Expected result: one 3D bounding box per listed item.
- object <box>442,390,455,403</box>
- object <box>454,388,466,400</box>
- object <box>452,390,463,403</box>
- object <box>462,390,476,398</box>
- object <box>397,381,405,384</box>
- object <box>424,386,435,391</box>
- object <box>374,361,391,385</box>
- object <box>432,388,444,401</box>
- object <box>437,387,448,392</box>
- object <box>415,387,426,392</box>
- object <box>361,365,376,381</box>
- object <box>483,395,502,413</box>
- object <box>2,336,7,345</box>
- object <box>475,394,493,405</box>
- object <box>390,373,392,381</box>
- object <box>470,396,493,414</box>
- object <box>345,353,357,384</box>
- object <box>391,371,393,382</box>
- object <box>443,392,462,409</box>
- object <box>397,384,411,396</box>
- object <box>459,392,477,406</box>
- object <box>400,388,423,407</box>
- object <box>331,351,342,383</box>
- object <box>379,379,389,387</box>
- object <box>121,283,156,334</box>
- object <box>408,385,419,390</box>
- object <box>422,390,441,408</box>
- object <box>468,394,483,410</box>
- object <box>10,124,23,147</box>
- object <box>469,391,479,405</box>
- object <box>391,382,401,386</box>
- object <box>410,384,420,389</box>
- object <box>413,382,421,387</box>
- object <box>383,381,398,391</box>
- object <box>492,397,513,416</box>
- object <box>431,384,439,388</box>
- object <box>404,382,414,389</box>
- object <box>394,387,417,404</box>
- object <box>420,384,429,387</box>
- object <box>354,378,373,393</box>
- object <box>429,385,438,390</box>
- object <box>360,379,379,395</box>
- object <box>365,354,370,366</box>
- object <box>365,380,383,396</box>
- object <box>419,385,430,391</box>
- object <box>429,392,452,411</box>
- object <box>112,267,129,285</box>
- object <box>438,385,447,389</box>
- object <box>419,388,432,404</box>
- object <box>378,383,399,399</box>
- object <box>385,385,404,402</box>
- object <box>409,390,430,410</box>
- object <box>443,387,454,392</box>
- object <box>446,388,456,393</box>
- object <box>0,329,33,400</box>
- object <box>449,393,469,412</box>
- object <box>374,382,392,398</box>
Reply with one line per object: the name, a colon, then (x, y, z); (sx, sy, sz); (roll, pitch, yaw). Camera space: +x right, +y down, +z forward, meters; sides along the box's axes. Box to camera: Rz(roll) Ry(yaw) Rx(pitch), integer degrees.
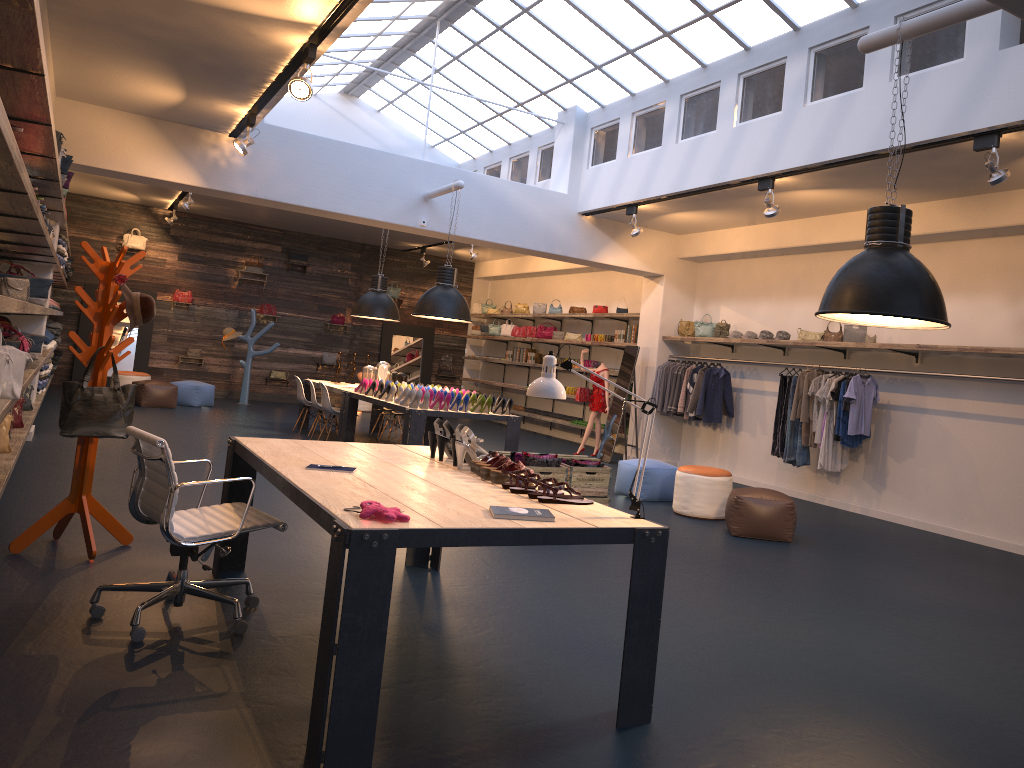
object: (-0.747, 0.162, 9.710); (0.216, 0.196, 0.224); (7, -1, -31)
object: (-0.663, 0.149, 10.639); (0.213, 0.196, 0.227); (7, -1, -22)
object: (-0.670, 0.163, 10.017); (0.216, 0.196, 0.225); (7, -1, -28)
object: (-0.534, 0.168, 10.409); (0.216, 0.196, 0.224); (7, -1, -32)
object: (-1.450, 0.053, 11.060); (0.214, 0.196, 0.227); (7, -1, -22)
object: (-0.999, 0.123, 10.175); (0.222, 0.196, 0.225); (7, -1, -29)
object: (-1.691, -0.090, 11.326); (0.217, 0.414, 0.185); (9, -3, -40)
object: (-0.881, 0.142, 9.913); (0.216, 0.196, 0.225); (7, -1, -28)
object: (-0.867, 0.129, 10.528); (0.216, 0.196, 0.225); (7, -1, -28)
object: (-1.069, 0.125, 9.786); (0.213, 0.196, 0.228); (7, -1, -21)
object: (-1.895, -0.077, 11.493); (0.192, 0.337, 0.179); (7, -2, -10)
object: (-0.215, 0.220, 9.708); (0.216, 0.196, 0.225); (7, -1, -28)
object: (-2.745, -0.120, 4.534); (0.250, 0.330, 0.102); (7, -3, -24)
object: (-0.317, 0.203, 9.950); (0.216, 0.196, 0.225); (7, -1, -28)
object: (-1.686, -0.032, 11.521); (0.188, 0.291, 0.160); (8, -3, -40)
object: (-0.325, 0.216, 9.344); (0.217, 0.196, 0.223); (7, -1, -35)
object: (-2.411, -0.238, 13.076); (0.135, 0.471, 0.144); (6, -3, 14)
object: (-1.681, -0.040, 11.982); (0.165, 0.287, 0.142); (8, -3, -30)
object: (-0.655, 0.177, 9.484); (0.216, 0.196, 0.225); (7, -1, -28)
object: (-1.293, 0.089, 10.266); (0.216, 0.196, 0.225); (7, -1, -28)
object: (-0.512, 0.185, 9.805); (0.217, 0.196, 0.224); (7, -1, -33)
object: (-1.063, 0.139, 9.203); (0.217, 0.196, 0.223); (7, -1, -37)
object: (-2.604, -0.256, 12.962); (0.147, 0.471, 0.132); (8, -3, -18)
object: (-1.641, 0.035, 10.958); (0.216, 0.196, 0.225); (7, -1, -28)
object: (-2.187, -0.434, 5.076); (0.194, 0.291, 0.254); (7, -2, -21)
object: (-1.181, 0.107, 10.020); (0.216, 0.196, 0.225); (7, -1, -28)
object: (-0.862, 0.158, 9.334); (0.216, 0.196, 0.225); (7, -1, -28)
object: (-0.422, 0.200, 9.580); (0.216, 0.196, 0.225); (7, -1, -28)
object: (-2.380, -1.047, 3.973); (0.212, 0.340, 0.383); (6, -1, 11)
object: (-0.479, 0.180, 10.164); (0.213, 0.196, 0.228); (7, -1, -20)
object: (-1.436, 0.068, 10.497); (0.215, 0.196, 0.226); (7, -1, -25)
object: (-1.223, 0.088, 10.622); (0.216, 0.196, 0.225); (7, -1, -28)
object: (-1.268, 0.070, 11.191); (0.216, 0.196, 0.225); (7, -1, -28)
object: (-1.511, 0.055, 10.726); (0.217, 0.196, 0.223); (7, -1, -37)
object: (-0.095, 0.238, 9.475); (0.216, 0.196, 0.225); (7, -1, -28)
object: (-1.035, 0.093, 11.291); (0.216, 0.196, 0.225); (7, -1, -28)
object: (-1.326, 0.072, 10.838); (0.216, 0.196, 0.225); (7, -1, -28)
object: (-1.153, 0.124, 9.449); (0.217, 0.196, 0.223); (7, -1, -42)
object: (-1.138, 0.090, 10.953); (0.216, 0.196, 0.224); (7, -1, -31)
object: (-1.842, 0.016, 10.830); (0.217, 0.196, 0.223); (7, -1, -34)
object: (-1.021, 0.108, 10.717); (0.217, 0.196, 0.224); (7, -1, -33)
object: (-1.741, 0.033, 10.599); (0.217, 0.196, 0.230); (7, -1, -17)
object: (-2.205, -0.219, 13.202); (0.129, 0.471, 0.149); (4, -4, 37)
object: (-1.633, 0.050, 10.364); (0.216, 0.196, 0.225); (7, -1, -28)
object: (-1.080, 0.109, 10.408); (0.216, 0.196, 0.225); (7, -1, -28)
object: (-0.741, 0.177, 9.098); (0.216, 0.196, 0.224); (7, -1, -31)
object: (-2.207, -0.612, 4.903); (0.061, 0.113, 0.083); (4, -3, 42)
object: (-0.919, 0.111, 11.069); (0.216, 0.196, 0.225); (7, -1, -28)
object: (-0.969, 0.141, 9.562); (0.214, 0.196, 0.226); (7, -1, -24)
object: (-1.403, 0.085, 9.923); (0.217, 0.196, 0.224); (7, -1, -33)
object: (-1.298, 0.102, 9.692); (0.213, 0.196, 0.228); (7, -1, -20)
object: (-0.944, 0.158, 8.965); (0.214, 0.196, 0.227); (7, -1, -23)
object: (-0.824, 0.126, 10.850); (0.216, 0.196, 0.225); (7, -1, -28)
object: (-0.765, 0.146, 10.286); (0.216, 0.196, 0.225); (7, -1, -28)
object: (-2.570, -0.126, 4.206); (0.178, 0.387, 0.458); (4, -2, 41)
object: (-0.550, 0.194, 9.235); (0.213, 0.196, 0.228); (7, -1, -21)
object: (-1.498, 0.069, 10.162); (0.213, 0.196, 0.228); (7, -1, -21)
